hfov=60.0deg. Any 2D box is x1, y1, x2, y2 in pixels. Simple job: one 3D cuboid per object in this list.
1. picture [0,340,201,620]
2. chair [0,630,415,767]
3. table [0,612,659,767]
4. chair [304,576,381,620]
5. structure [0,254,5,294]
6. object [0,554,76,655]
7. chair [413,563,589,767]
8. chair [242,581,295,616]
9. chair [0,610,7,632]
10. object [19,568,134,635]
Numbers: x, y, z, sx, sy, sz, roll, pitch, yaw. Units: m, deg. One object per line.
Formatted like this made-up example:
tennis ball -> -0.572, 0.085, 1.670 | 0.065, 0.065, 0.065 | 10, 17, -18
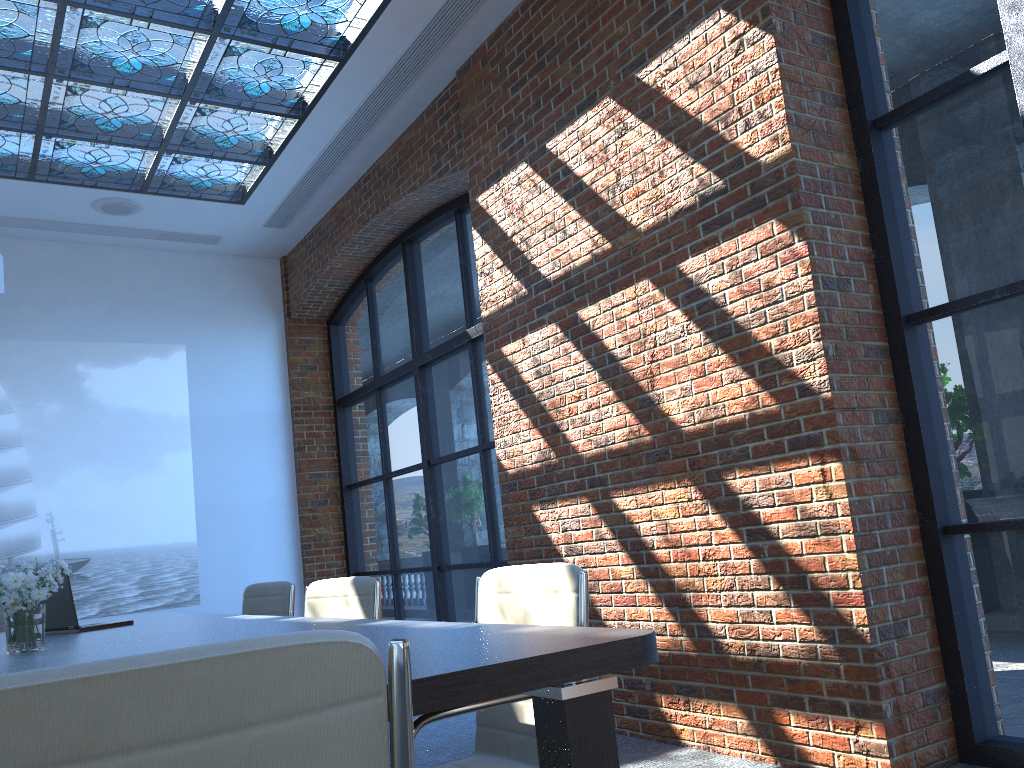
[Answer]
picture -> -4.340, 0.789, 7.057 | 3.460, 2.347, 0.024 | 0, -10, -32
chair -> -0.467, 0.766, 1.012 | 0.560, 0.918, 0.710 | -1, -10, -32
table -> -1.622, 1.284, 2.868 | 1.809, 0.805, 4.532 | 0, -12, -32
chair -> -0.879, 1.241, 3.397 | 0.707, 0.918, 0.563 | 2, -12, -43
structure -> -3.921, -1.038, 6.339 | 0.468, 0.889, 0.393 | -1, -10, -32
object -> -1.608, 0.719, 2.893 | 0.329, 0.308, 0.338 | -3, -10, -22
chair -> -0.162, 0.957, 2.255 | 0.706, 0.918, 0.563 | -1, -10, -32
chair -> -1.503, 1.521, 4.571 | 0.707, 0.918, 0.563 | 2, -12, -43
chair -> -2.689, 1.676, 4.716 | 0.560, 0.918, 0.710 | 2, -12, -43
object -> -1.973, 0.973, 3.998 | 0.391, 0.281, 0.323 | -12, -11, 30
